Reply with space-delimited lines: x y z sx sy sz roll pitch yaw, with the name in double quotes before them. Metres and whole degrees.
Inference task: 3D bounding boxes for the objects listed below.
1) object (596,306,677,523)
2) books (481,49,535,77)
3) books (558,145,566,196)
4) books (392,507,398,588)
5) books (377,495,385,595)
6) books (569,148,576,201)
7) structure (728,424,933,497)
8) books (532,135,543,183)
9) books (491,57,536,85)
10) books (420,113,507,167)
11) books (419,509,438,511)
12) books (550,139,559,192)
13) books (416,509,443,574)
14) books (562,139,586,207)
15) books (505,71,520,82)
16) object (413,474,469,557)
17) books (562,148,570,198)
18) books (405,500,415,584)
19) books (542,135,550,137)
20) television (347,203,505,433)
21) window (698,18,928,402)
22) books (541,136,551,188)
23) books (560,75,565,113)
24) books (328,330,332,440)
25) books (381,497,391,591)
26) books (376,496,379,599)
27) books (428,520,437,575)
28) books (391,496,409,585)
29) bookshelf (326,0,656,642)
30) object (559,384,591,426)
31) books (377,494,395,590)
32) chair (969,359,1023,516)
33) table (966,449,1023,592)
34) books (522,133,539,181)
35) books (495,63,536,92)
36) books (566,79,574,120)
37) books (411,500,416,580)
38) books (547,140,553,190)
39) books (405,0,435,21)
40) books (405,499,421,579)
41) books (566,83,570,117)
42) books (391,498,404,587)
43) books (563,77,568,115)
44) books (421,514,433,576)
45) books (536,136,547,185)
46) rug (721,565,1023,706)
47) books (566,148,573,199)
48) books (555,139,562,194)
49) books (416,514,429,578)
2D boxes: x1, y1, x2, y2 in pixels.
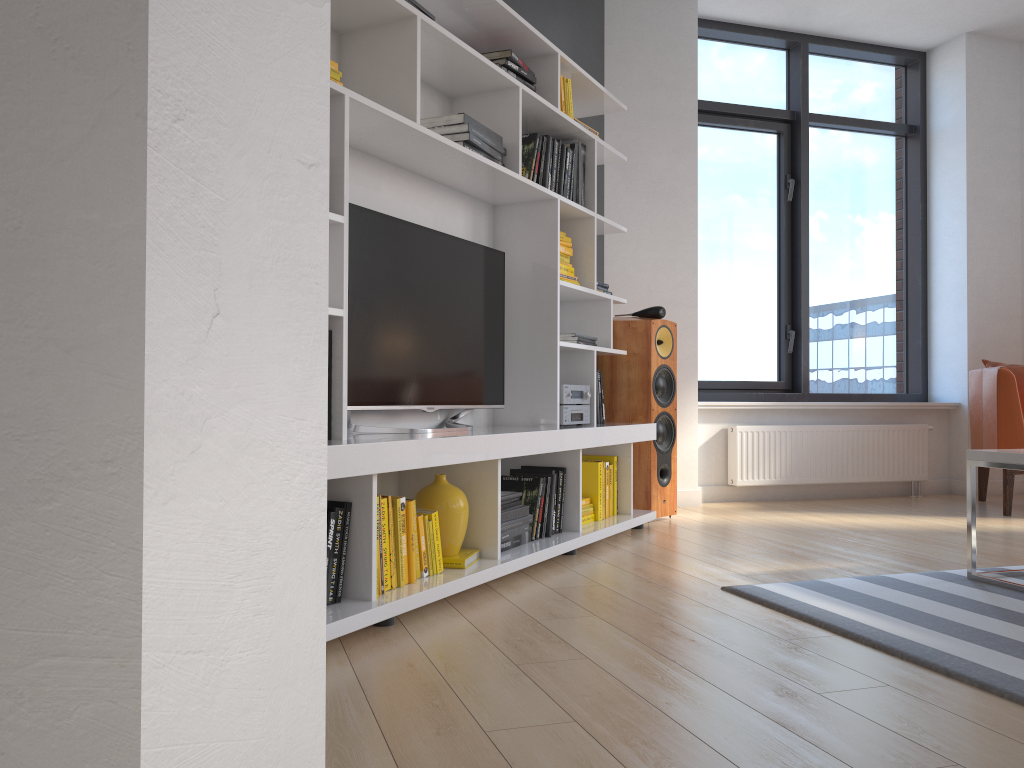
"object" 0.607 0.150 4.606 0.434 1.088 0.290 -1 -1 42
"books" -0.052 -1.251 3.518 0.209 0.030 0.266 0 -1 21
"books" 0.144 -0.893 3.782 0.172 0.242 0.069 0 -1 28
"books" -0.399 0.461 2.520 0.156 0.230 0.042 0 -1 26
"books" -0.450 0.437 2.451 0.213 0.271 0.048 0 -1 27
"books" 0.177 -0.901 3.901 0.197 0.260 0.066 0 -1 27
"structure" 2.002 0.484 5.504 1.474 0.460 0.110 1 -1 -18
"books" 0.022 -0.893 3.609 0.187 0.234 0.096 0 -1 28
"books" -0.040 -1.224 3.515 0.180 0.026 0.246 0 -1 30
"books" -0.209 -0.854 3.225 0.277 0.137 0.343 0 -1 22
"books" -0.286 0.481 2.749 0.149 0.193 0.046 0 -1 28
"books" 0.094 -0.899 3.745 0.191 0.249 0.084 0 -1 27
"books" -0.290 0.481 2.723 0.148 0.193 0.067 0 -1 28
"books" 0.197 -0.924 4.000 0.259 0.321 0.128 0 -1 27
"books" -0.050 -1.170 3.512 0.189 0.020 0.264 0 -1 26
"object" -0.233 0.422 2.876 0.185 0.257 0.185 0 -1 5
"books" 0.155 -0.895 3.831 0.179 0.243 0.071 0 -1 26
"books" -0.359 0.455 2.587 0.169 0.240 0.043 0 -1 26
"books" 0.063 -0.902 3.689 0.192 0.254 0.075 0 -1 26
"television" -0.298 -0.189 3.086 0.207 0.704 1.102 0 -1 27
"window" 1.878 -1.081 5.837 1.960 2.402 0.170 1 -1 -18
"books" 0.076 -0.895 3.656 0.172 0.242 0.069 0 -1 28
"books" 0.159 -1.214 3.786 0.132 0.180 0.054 0 -1 27
"books" -0.600 0.003 2.425 0.230 0.297 0.051 0 -1 27
"books" -0.438 0.444 2.485 0.198 0.258 0.066 0 -1 27
"books" -0.449 0.436 2.407 0.204 0.270 0.029 0 -1 27
"books" -0.288 0.494 2.694 0.113 0.169 0.049 0 -1 26
"books" -0.391 0.449 2.568 0.185 0.252 0.055 0 -1 26
"bookshelf" -0.197 -0.363 3.046 0.455 2.052 3.000 0 -1 27
"object" 0.171 0.092 3.856 0.270 0.174 0.285 0 -1 27
"books" -0.423 0.441 2.512 0.202 0.267 0.038 0 -1 28
"chair" 3.094 0.278 4.982 0.896 0.858 0.843 0 -1 15
"table" 2.216 0.435 2.632 1.091 0.435 1.091 1 -1 -18
"books" 0.011 -0.894 3.577 0.182 0.234 0.104 0 -1 27
"books" -0.066 -1.196 3.524 0.214 0.030 0.284 0 -1 31
"books" 0.191 -1.215 3.840 0.141 0.184 0.064 0 -1 28
"books" -0.365 0.458 2.617 0.171 0.235 0.043 0 -1 26
"books" 0.081 -0.895 3.709 0.179 0.243 0.068 0 -1 26
"books" -0.419 -1.169 2.782 0.250 0.047 0.310 0 -1 23
"books" -0.359 0.458 2.649 0.172 0.235 0.056 0 -1 27
"books" 0.193 -1.203 3.812 0.108 0.161 0.046 0 -1 26
"books" -0.393 0.448 2.541 0.180 0.252 0.041 0 -1 27
"books" 0.174 -1.213 3.801 0.128 0.178 0.044 0 -1 27
"books" -0.307 0.483 2.682 0.134 0.187 0.046 0 -1 27
"books" 0.049 -0.893 3.631 0.169 0.233 0.081 0 -1 26
"rug" 2.029 0.653 2.441 2.326 0.016 1.662 1 -1 -18
"books" 0.162 -0.897 3.870 0.191 0.249 0.084 0 -1 27
"books" 0.109 -0.903 3.775 0.197 0.260 0.066 0 -1 27
"books" -0.324 0.483 2.667 0.138 0.188 0.056 0 -1 27
